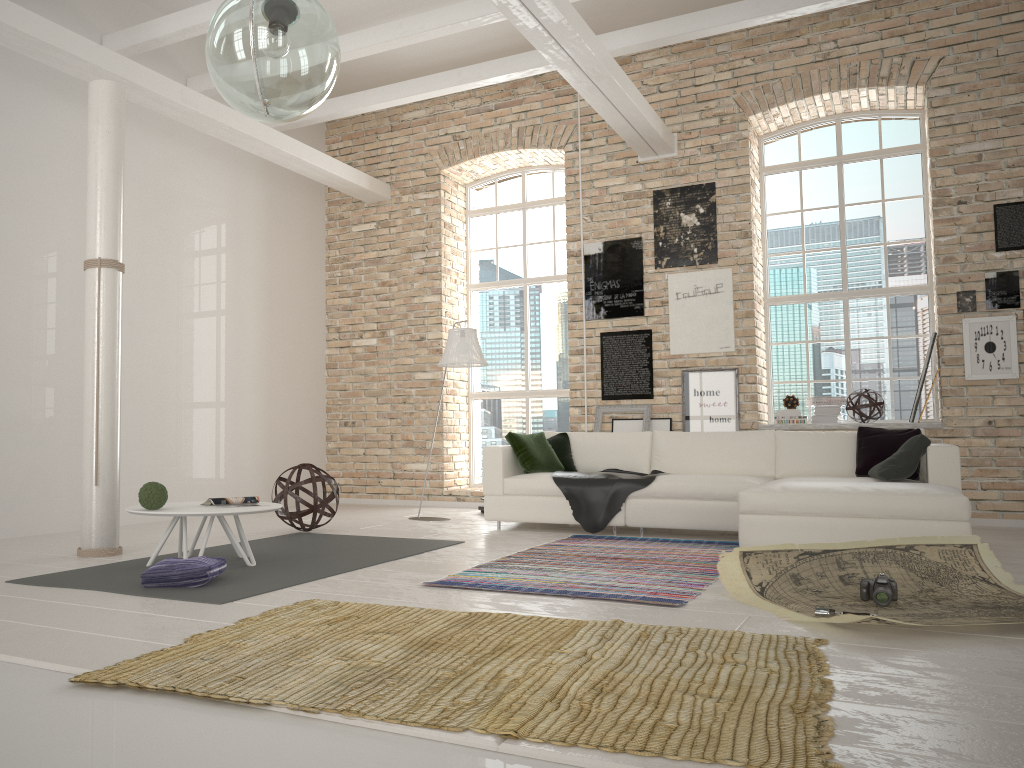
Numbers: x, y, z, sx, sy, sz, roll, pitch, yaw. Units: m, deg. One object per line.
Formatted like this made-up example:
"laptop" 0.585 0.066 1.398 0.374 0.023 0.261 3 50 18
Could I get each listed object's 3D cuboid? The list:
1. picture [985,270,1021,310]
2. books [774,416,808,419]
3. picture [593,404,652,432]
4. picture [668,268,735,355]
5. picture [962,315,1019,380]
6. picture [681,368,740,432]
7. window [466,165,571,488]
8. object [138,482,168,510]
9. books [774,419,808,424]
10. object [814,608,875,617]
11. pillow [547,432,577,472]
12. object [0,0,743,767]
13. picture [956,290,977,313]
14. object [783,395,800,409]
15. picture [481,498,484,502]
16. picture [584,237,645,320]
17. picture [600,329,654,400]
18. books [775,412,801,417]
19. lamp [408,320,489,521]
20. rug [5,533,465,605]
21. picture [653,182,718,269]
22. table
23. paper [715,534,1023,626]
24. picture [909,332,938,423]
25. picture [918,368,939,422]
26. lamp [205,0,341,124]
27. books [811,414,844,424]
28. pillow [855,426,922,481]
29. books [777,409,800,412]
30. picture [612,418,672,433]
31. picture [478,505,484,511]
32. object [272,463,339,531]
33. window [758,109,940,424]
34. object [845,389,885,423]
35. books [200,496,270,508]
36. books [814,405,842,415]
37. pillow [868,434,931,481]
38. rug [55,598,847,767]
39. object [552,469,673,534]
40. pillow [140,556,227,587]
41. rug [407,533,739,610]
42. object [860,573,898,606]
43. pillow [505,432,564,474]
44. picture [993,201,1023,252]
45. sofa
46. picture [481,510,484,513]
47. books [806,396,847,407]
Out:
"picture" 4.000 -0.765 7.271 0.243 0.306 0.013 -3 -4 28
"books" 2.551 0.309 8.142 0.286 0.024 0.207 -2 -4 23
"picture" 1.053 0.490 8.645 0.576 0.582 0.267 -3 -4 27
"picture" 1.791 -0.681 8.454 0.625 0.785 0.034 -3 -4 28
"picture" 3.910 -0.294 7.289 0.388 0.514 0.012 -3 -4 28
"picture" 1.860 0.235 8.364 0.549 0.756 0.011 -3 -4 28
"window" -1.999 -0.939 5.218 1.512 3.656 10.791 -3 -4 24
"object" -2.027 0.633 5.034 0.162 0.164 0.162 -1 -4 2
"books" 2.549 0.346 8.141 0.291 0.048 0.207 -2 -4 23
"object" 1.349 0.929 3.606 0.240 0.019 0.092 -2 -4 24
"pillow" 0.320 0.595 7.615 0.398 0.365 0.324 0 -4 -17
"object" 0.612 -1.418 3.869 10.728 4.800 11.179 -2 -4 26
"picture" 3.769 -0.684 7.392 0.143 0.179 0.008 -3 -4 33
"object" 2.570 0.168 8.207 0.134 0.137 0.151 2 -5 -37
"picture" 0.156 1.138 8.724 0.760 0.048 0.606 1 -4 -15
"picture" 1.015 -1.046 8.900 0.626 0.785 0.034 -3 -4 28
"picture" 1.134 -0.184 8.800 0.541 0.681 0.061 -3 -4 28
"books" 2.525 0.281 8.171 0.210 0.041 0.188 -1 -4 12
"lamp" -0.577 0.343 8.024 0.425 1.776 1.061 1 -4 -32
"rug" -1.496 1.077 5.490 1.519 0.042 2.566 -2 -4 23
"picture" 1.667 -1.518 8.591 0.623 0.784 0.034 -3 -4 28
"table" -1.813 0.894 5.264 0.973 0.342 0.849 -3 -5 40
"paper" 1.756 0.815 3.721 1.445 0.265 1.077 0 -4 -8
"picture" 3.587 -0.039 7.780 0.259 0.764 0.555 -3 -4 25
"picture" 3.559 0.109 7.619 0.183 0.460 0.342 -3 -4 24
"lamp" -0.900 -1.760 3.373 0.536 1.599 0.468 -4 -5 40
"books" 2.927 0.329 8.260 0.253 0.088 0.297 -3 -4 31
"pillow" 2.698 0.496 6.394 0.452 0.390 0.228 -3 -4 28
"books" 2.531 0.246 8.169 0.192 0.030 0.169 -1 -4 15
"picture" 1.243 0.615 8.606 0.610 0.568 0.138 -3 -4 28
"picture" 0.154 1.216 8.736 0.742 0.048 0.619 1 -4 -27
"object" -1.659 0.911 7.184 0.543 0.543 0.539 -1 -4 2
"window" 1.002 -1.392 3.627 1.512 2.989 10.791 -3 -4 24
"object" 3.110 0.194 7.858 0.319 0.308 0.293 -2 -4 17
"books" -1.659 0.703 5.333 0.286 0.048 0.396 2 -4 -35
"books" 2.927 0.246 8.266 0.250 0.088 0.302 -2 -4 20
"pillow" 2.604 0.490 6.000 0.355 0.305 0.399 -2 -4 16
"rug" -0.118 0.907 2.979 2.311 0.021 1.461 -2 -4 21
"object" 0.781 0.912 7.029 0.945 0.464 0.733 -2 -4 25
"pillow" -1.663 0.964 4.532 0.357 0.164 0.351 -1 -4 2
"rug" 0.589 1.054 5.269 1.487 0.008 2.534 -2 -4 23
"object" 1.600 0.895 3.895 0.157 0.124 0.159 -2 -4 26
"pillow" 0.184 0.567 7.390 0.389 0.344 0.325 2 -5 -38
"picture" 4.100 -1.284 7.246 0.313 0.394 0.017 -3 -4 28
"sofa" 1.289 0.740 6.391 3.473 0.842 2.046 -2 -4 27
"picture" 0.150 1.250 8.700 0.765 0.048 0.603 0 -4 -13
"books" 2.914 0.161 8.271 0.311 0.085 0.224 -1 -4 8
